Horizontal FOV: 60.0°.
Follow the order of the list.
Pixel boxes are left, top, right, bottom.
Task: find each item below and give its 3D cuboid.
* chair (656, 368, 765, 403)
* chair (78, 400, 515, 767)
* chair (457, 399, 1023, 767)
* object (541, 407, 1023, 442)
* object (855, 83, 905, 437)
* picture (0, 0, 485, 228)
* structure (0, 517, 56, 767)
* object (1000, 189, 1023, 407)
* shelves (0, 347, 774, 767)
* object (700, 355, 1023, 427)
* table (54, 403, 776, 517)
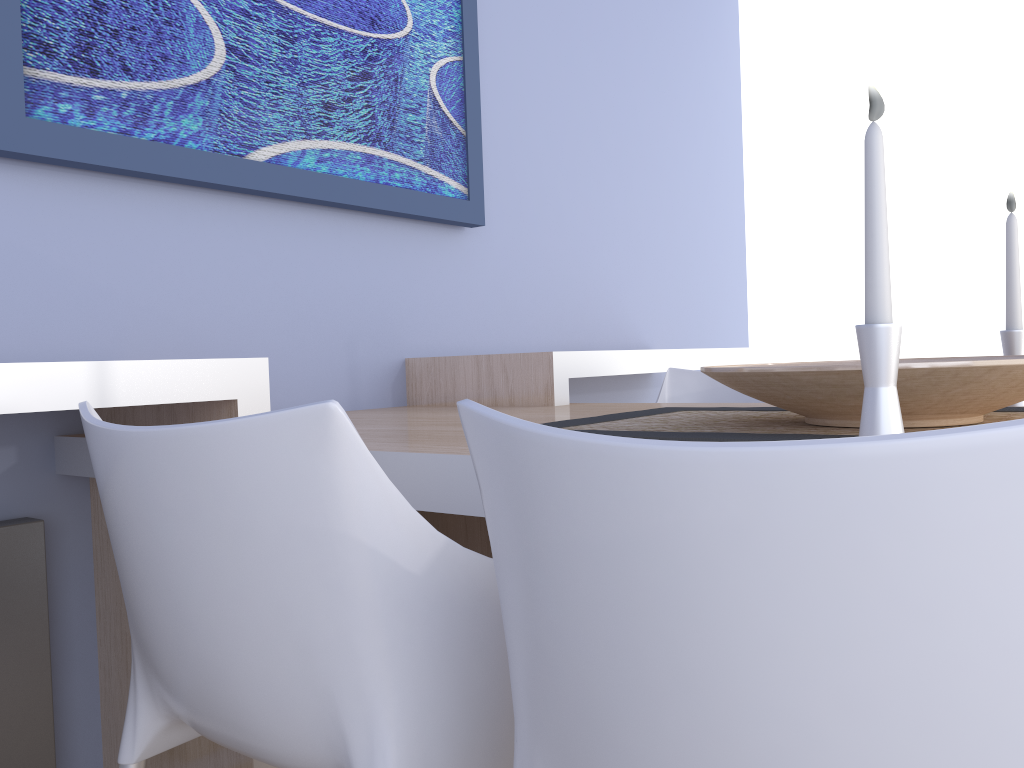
[{"bbox_3d":[0.473,0.359,1.949,0.510,0.793,0.486,-1,2,38],"label":"chair"},{"bbox_3d":[-0.203,0.405,1.023,0.510,0.793,0.486,-1,2,38],"label":"chair"},{"bbox_3d":[0.250,0.397,0.670,0.510,0.793,0.486,-1,2,38],"label":"chair"},{"bbox_3d":[0.510,0.051,1.186,0.986,0.005,0.594,-1,2,37],"label":"object"},{"bbox_3d":[0.341,-0.107,0.828,0.045,0.349,0.045,-2,1,-10],"label":"object"},{"bbox_3d":[-0.492,-0.854,1.920,0.049,0.901,1.252,-1,2,38],"label":"picture"},{"bbox_3d":[-0.576,0.462,1.780,0.064,0.503,3.843,-1,2,38],"label":"structure"},{"bbox_3d":[0.807,-0.138,1.428,0.045,0.349,0.045,-1,2,38],"label":"object"},{"bbox_3d":[-0.477,0.377,1.615,0.463,0.840,3.901,-1,2,38],"label":"shelves"},{"bbox_3d":[0.505,0.009,1.184,0.493,0.081,0.493,-3,2,-34],"label":"object"},{"bbox_3d":[0.434,0.414,1.253,2.340,0.718,1.002,-1,2,38],"label":"table"}]
